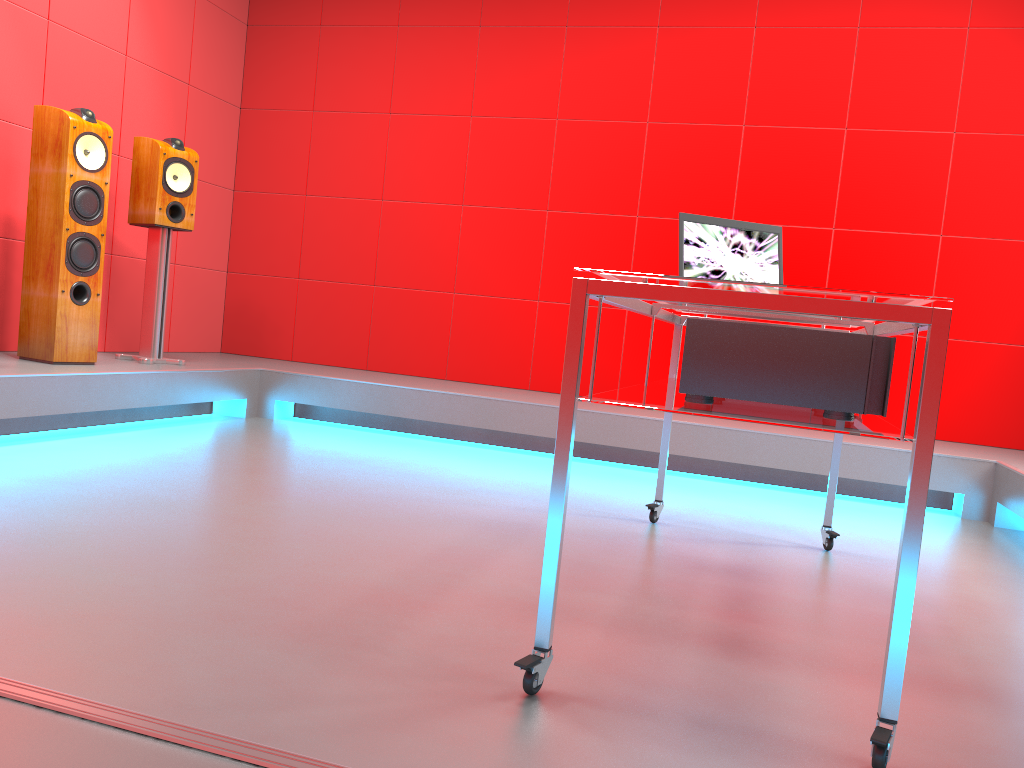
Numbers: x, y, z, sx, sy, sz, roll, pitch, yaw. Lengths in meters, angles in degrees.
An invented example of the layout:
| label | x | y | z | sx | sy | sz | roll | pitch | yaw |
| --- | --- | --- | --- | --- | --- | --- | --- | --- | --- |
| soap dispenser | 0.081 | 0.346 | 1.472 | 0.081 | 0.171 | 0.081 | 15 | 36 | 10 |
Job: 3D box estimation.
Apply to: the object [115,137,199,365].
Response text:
| label | x | y | z | sx | sy | sz | roll | pitch | yaw |
| --- | --- | --- | --- | --- | --- | --- | --- | --- | --- |
| object | -1.677 | -0.631 | 4.211 | 0.265 | 1.058 | 0.231 | 8 | 4 | 36 |

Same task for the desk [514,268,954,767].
| label | x | y | z | sx | sy | sz | roll | pitch | yaw |
| --- | --- | --- | --- | --- | --- | --- | --- | --- | --- |
| desk | 0.537 | 0.167 | 2.064 | 0.594 | 0.690 | 1.617 | 7 | 4 | 16 |

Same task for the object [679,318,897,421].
| label | x | y | z | sx | sy | sz | roll | pitch | yaw |
| --- | --- | --- | --- | --- | --- | --- | --- | --- | --- |
| object | 0.558 | -0.031 | 1.819 | 0.371 | 0.158 | 0.431 | 7 | 4 | 16 |

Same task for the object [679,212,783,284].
| label | x | y | z | sx | sy | sz | roll | pitch | yaw |
| --- | --- | --- | --- | --- | --- | --- | --- | --- | --- |
| object | 0.682 | -0.337 | 2.504 | 0.342 | 0.285 | 0.340 | 5 | 4 | -14 |

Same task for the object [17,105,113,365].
| label | x | y | z | sx | sy | sz | roll | pitch | yaw |
| --- | --- | --- | --- | --- | --- | --- | --- | --- | --- |
| object | -1.854 | -0.614 | 3.691 | 0.238 | 1.052 | 0.203 | 8 | 4 | 26 |
